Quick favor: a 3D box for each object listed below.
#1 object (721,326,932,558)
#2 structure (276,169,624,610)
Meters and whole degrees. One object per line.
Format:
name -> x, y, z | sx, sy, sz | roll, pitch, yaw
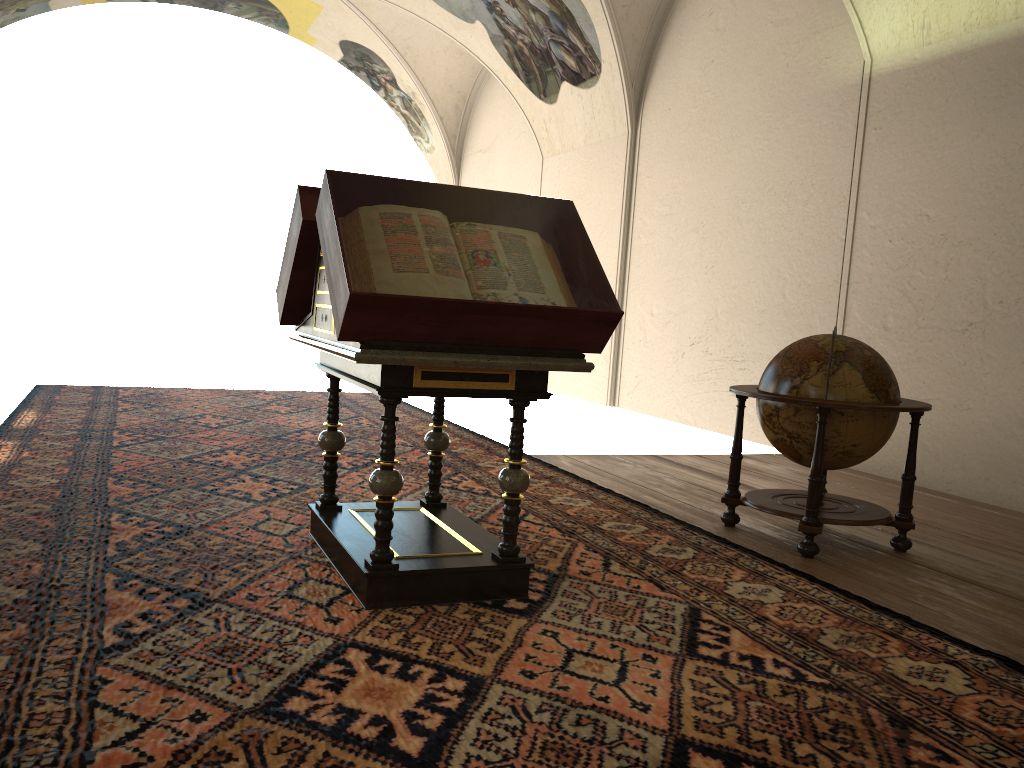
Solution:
object -> 2.096, 0.335, 5.971 | 1.277, 1.451, 1.278 | 7, 6, 29
structure -> -0.470, 0.005, 4.632 | 1.245, 1.985, 1.887 | 1, 6, -24
